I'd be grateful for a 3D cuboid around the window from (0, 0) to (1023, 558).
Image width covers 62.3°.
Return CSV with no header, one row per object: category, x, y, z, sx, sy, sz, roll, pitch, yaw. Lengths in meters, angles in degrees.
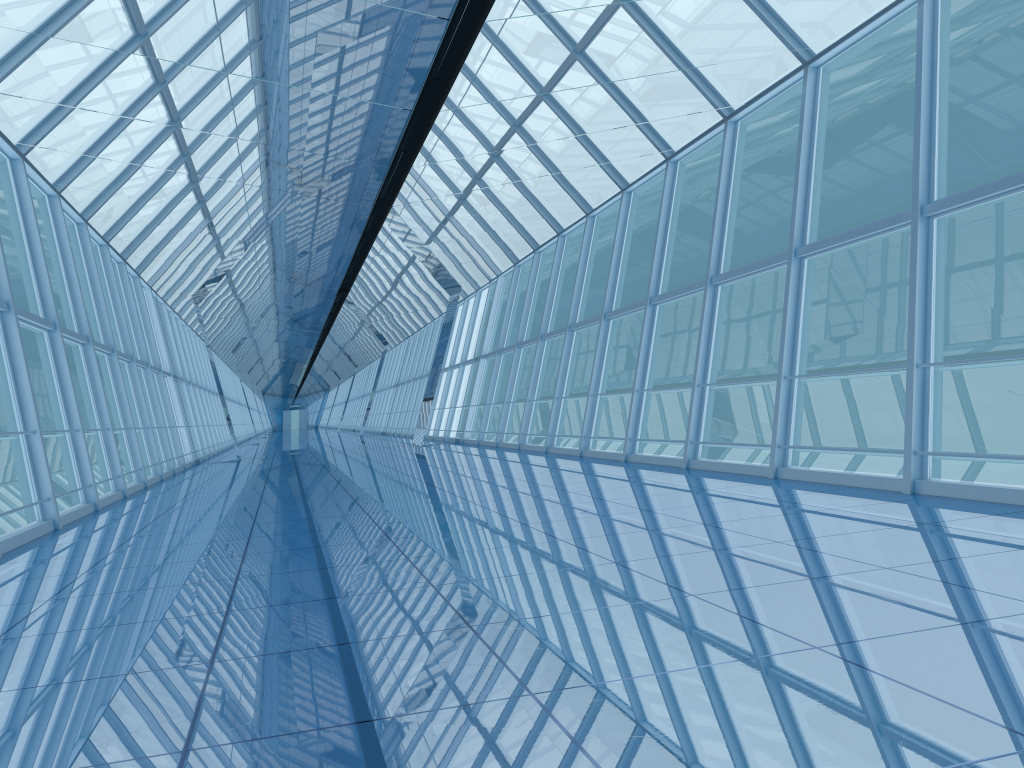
window,-11.937,0.645,49.257,9.942,4.951,105.053,-3,-2,-15
